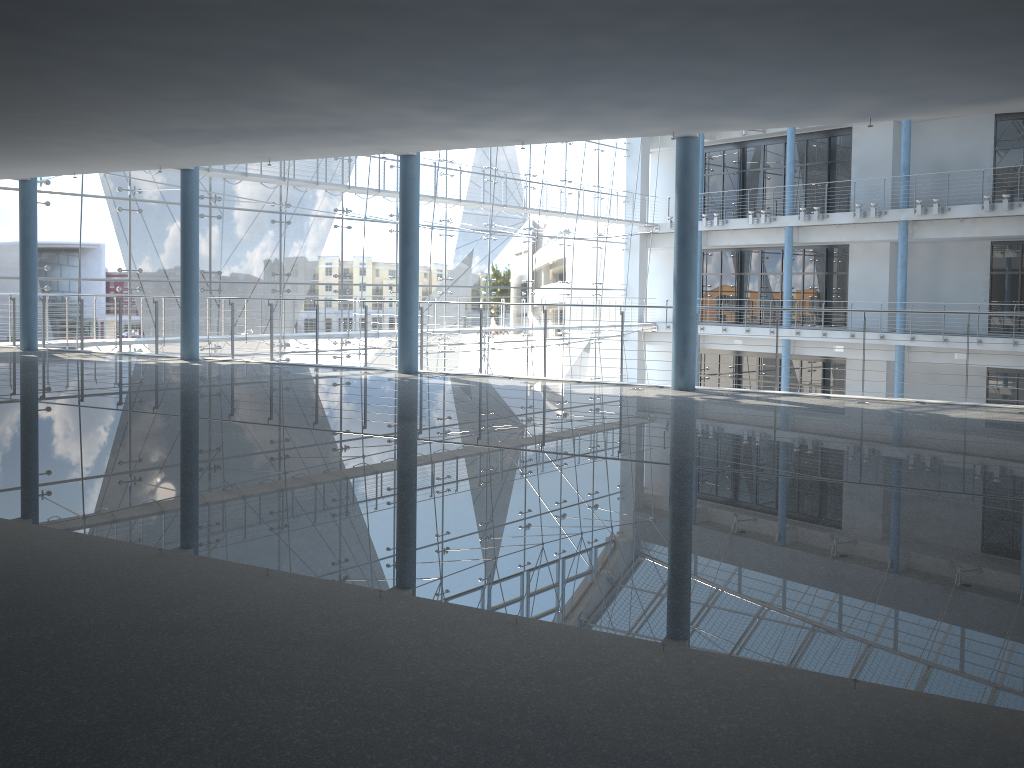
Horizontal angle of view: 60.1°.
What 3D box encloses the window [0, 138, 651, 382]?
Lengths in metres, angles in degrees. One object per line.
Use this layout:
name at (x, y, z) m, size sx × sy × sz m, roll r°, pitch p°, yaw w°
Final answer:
window at (-0.488, -0.552, 3.429) m, size 0.010 × 2.765 × 3.856 m, roll 2°, pitch 5°, yaw 41°
